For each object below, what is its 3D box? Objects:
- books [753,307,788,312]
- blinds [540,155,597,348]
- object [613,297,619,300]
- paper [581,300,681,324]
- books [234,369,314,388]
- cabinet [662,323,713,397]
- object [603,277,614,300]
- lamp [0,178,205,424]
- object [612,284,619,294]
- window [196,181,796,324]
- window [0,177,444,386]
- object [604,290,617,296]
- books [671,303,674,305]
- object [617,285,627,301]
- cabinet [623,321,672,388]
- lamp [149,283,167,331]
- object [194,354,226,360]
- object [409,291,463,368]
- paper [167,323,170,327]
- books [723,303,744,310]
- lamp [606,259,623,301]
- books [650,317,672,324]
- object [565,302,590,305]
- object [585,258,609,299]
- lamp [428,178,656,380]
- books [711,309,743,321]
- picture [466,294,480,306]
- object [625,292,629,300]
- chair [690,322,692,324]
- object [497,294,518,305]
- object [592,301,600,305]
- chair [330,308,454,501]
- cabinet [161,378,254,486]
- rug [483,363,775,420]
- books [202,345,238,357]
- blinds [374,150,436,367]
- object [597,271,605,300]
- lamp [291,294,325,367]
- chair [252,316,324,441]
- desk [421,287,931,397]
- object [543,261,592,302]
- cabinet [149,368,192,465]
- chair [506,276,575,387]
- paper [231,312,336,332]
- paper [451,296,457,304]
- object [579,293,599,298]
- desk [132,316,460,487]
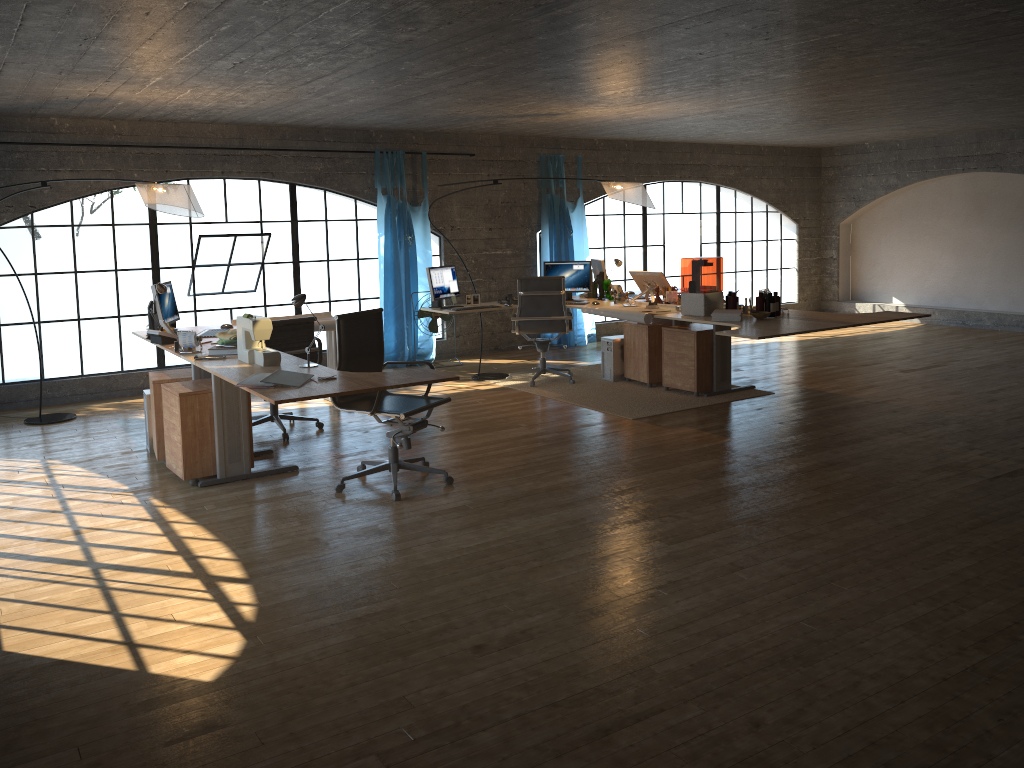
[{"bbox_3d":[2.055,-0.625,7.285,0.308,0.044,0.320,-7,12,-27],"label":"books"},{"bbox_3d":[0.688,-1.533,10.607,0.860,2.397,0.262,-4,6,-24],"label":"blinds"},{"bbox_3d":[1.035,-0.832,8.595,0.132,0.026,0.133,-8,12,-32],"label":"object"},{"bbox_3d":[1.078,-0.629,7.634,0.584,0.112,0.858,-8,12,-32],"label":"paper"},{"bbox_3d":[-1.192,-0.027,4.444,0.317,0.044,0.311,-1,10,2],"label":"books"},{"bbox_3d":[1.599,-0.214,7.702,0.428,0.567,0.429,-6,8,-35],"label":"cabinet"},{"bbox_3d":[0.932,-0.928,8.602,0.115,0.218,0.249,0,8,17],"label":"object"},{"bbox_3d":[-5.168,-0.731,7.663,6.242,1.917,0.389,3,6,22],"label":"lamp"},{"bbox_3d":[1.091,-0.993,9.266,0.083,0.099,0.109,-4,8,-22],"label":"object"},{"bbox_3d":[-0.852,-1.309,9.433,3.928,1.832,12.346,5,12,35],"label":"window"},{"bbox_3d":[-3.305,-0.815,7.102,3.186,1.850,7.029,1,10,17],"label":"window"},{"bbox_3d":[1.025,-0.947,9.144,0.135,0.056,0.156,-4,10,-17],"label":"object"},{"bbox_3d":[1.593,-0.743,8.076,0.216,0.012,0.332,8,14,43],"label":"books"},{"bbox_3d":[1.050,-0.873,8.456,0.085,0.158,0.083,-7,9,-44],"label":"object"},{"bbox_3d":[1.334,-0.290,8.147,0.474,0.567,0.428,-5,8,-25],"label":"cabinet"},{"bbox_3d":[-2.524,-0.513,6.277,0.105,0.405,0.209,1,7,24],"label":"lamp"},{"bbox_3d":[-1.822,-0.164,5.327,0.181,0.025,0.076,-2,10,-3],"label":"object"},{"bbox_3d":[-0.880,-0.613,9.570,0.491,0.795,0.585,-5,8,-28],"label":"object"},{"bbox_3d":[-2.522,-0.412,6.487,0.019,0.074,0.079,-2,8,-8],"label":"paper"},{"bbox_3d":[1.799,-0.623,7.244,0.178,0.069,0.231,-6,11,-24],"label":"books"},{"bbox_3d":[0.983,-1.004,8.496,0.105,0.405,0.209,-3,6,-21],"label":"lamp"},{"bbox_3d":[1.332,-0.622,8.102,0.311,0.109,0.222,-7,11,-31],"label":"books"},{"bbox_3d":[0.475,-0.763,8.340,0.491,0.011,0.189,3,11,22],"label":"object"},{"bbox_3d":[0.885,-1.061,8.874,0.286,0.387,0.475,-2,8,-8],"label":"object"},{"bbox_3d":[-1.692,-1.044,8.919,6.236,1.918,0.389,1,6,13],"label":"lamp"},{"bbox_3d":[1.641,-0.525,6.734,0.221,0.057,0.313,2,11,18],"label":"books"},{"bbox_3d":[-0.377,-0.799,8.390,0.159,0.104,0.032,-7,8,-32],"label":"picture"},{"bbox_3d":[1.108,-0.846,8.524,0.035,0.078,0.099,0,8,14],"label":"object"},{"bbox_3d":[1.548,-0.550,8.754,0.685,0.851,0.660,0,7,14],"label":"chair"},{"bbox_3d":[-0.004,-0.815,8.494,0.279,0.080,0.417,-2,10,-1],"label":"object"},{"bbox_3d":[0.772,-0.748,8.161,0.059,0.033,0.102,4,11,31],"label":"object"},{"bbox_3d":[-0.692,0.079,5.191,0.685,1.006,0.659,2,7,26],"label":"chair"},{"bbox_3d":[-1.880,0.281,5.451,0.428,0.567,0.428,-6,8,-35],"label":"cabinet"},{"bbox_3d":[0.982,0.020,8.045,1.608,0.005,2.218,-8,12,-32],"label":"rug"},{"bbox_3d":[-1.793,-0.212,5.509,0.290,0.053,0.263,0,10,8],"label":"books"},{"bbox_3d":[-1.133,-1.338,9.448,0.670,2.276,0.259,-6,7,-38],"label":"blinds"},{"bbox_3d":[0.870,-0.960,8.628,0.085,0.275,0.085,0,6,13],"label":"object"},{"bbox_3d":[-1.136,-0.301,4.935,0.208,0.405,0.106,4,8,43],"label":"lamp"},{"bbox_3d":[-1.802,-0.064,6.537,0.687,0.851,0.657,5,10,43],"label":"chair"},{"bbox_3d":[1.465,-0.296,7.717,3.274,0.731,3.496,-8,12,-32],"label":"desk"},{"bbox_3d":[0.542,-1.004,8.606,0.469,0.387,0.289,0,7,7],"label":"object"},{"bbox_3d":[-2.145,0.206,5.896,0.473,0.567,0.429,-5,8,-25],"label":"cabinet"},{"bbox_3d":[0.254,-0.528,8.376,0.653,1.006,0.692,-1,7,1],"label":"chair"},{"bbox_3d":[-1.791,-0.488,7.241,0.855,0.112,0.586,-8,12,-32],"label":"paper"},{"bbox_3d":[-0.543,-0.792,8.291,0.018,0.073,0.078,1,8,27],"label":"paper"},{"bbox_3d":[0.785,-0.908,9.020,0.205,0.036,0.206,-8,12,-34],"label":"object"},{"bbox_3d":[-1.356,0.105,5.897,1.642,0.731,3.536,-7,12,-31],"label":"desk"}]
